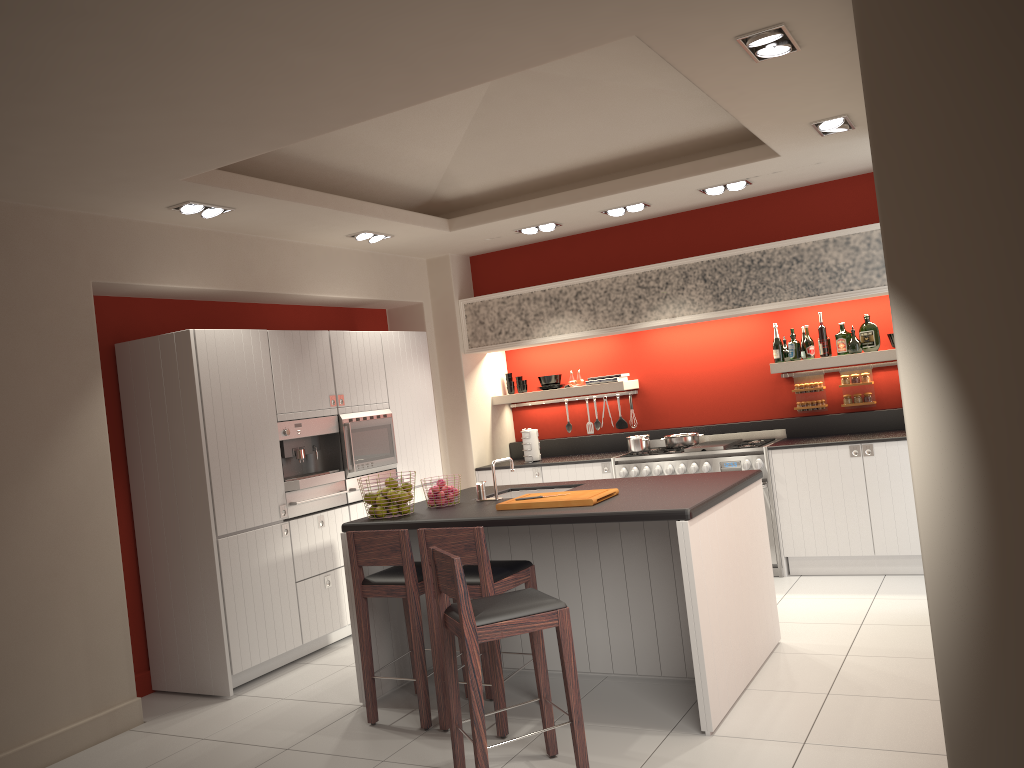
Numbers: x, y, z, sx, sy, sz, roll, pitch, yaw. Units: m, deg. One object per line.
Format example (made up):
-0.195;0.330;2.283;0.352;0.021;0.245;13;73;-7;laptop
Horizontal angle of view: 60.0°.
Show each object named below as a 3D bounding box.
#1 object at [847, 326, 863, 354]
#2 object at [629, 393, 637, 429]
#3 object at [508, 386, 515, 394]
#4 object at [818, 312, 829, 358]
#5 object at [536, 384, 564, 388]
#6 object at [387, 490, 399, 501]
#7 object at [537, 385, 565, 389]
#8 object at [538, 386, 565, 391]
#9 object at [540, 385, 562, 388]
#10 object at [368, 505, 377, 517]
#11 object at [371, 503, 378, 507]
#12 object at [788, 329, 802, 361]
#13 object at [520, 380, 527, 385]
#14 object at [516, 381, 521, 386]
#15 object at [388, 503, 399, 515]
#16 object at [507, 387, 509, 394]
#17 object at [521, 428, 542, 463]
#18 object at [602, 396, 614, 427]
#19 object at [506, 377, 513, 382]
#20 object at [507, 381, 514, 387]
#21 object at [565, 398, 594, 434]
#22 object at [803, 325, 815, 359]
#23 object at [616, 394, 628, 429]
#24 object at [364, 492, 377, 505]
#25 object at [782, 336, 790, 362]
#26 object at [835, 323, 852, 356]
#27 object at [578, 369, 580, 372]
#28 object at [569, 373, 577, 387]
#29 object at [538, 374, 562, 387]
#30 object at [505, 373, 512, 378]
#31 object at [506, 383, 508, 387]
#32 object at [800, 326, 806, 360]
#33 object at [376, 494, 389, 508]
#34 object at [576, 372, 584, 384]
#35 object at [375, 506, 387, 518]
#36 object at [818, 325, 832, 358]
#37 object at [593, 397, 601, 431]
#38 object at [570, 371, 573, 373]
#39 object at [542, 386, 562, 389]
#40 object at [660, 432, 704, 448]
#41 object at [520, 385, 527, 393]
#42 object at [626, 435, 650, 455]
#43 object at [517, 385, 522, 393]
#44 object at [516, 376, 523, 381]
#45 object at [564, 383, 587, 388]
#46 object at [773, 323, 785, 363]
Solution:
2.705;-0.353;7.013;0.113;0.226;0.113;-8;-1;40;object
1.112;0.251;8.217;0.069;0.328;0.069;-7;-1;6;object
-0.004;0.060;8.542;0.070;0.076;0.070;-7;-1;0;object
2.533;-0.400;7.193;0.062;0.366;0.210;-7;-1;28;object
0.373;0.025;8.480;0.280;0.016;0.280;-7;-1;28;object
-0.675;0.632;5.031;0.067;0.068;0.067;-7;-1;-9;object
0.374;0.035;8.479;0.280;0.016;0.280;-7;-1;28;object
0.376;0.046;8.479;0.280;0.016;0.280;-7;-1;28;object
0.374;0.030;8.479;0.280;0.016;0.280;-7;-1;28;object
-0.791;0.731;5.098;0.068;0.068;0.068;-7;-1;40;object
-0.794;0.679;5.164;0.076;0.077;0.076;-7;-1;-7;object
2.304;-0.322;7.246;0.094;0.264;0.094;-7;-1;18;object
0.112;0.002;8.532;0.070;0.076;0.070;-7;-1;0;object
0.078;0.008;8.672;0.070;0.076;0.070;-7;-1;0;object
-0.677;0.717;5.072;0.068;0.068;0.068;-7;-1;40;object
-0.014;0.064;8.725;0.070;0.076;0.070;-7;-1;0;object
0.171;0.561;8.130;0.168;0.304;0.163;-6;-1;-32;object
0.884;0.265;8.344;0.124;0.297;0.009;-7;-1;29;object
-0.024;-0.024;8.727;0.070;0.076;0.070;-7;-1;0;object
-0.009;0.017;8.542;0.070;0.076;0.070;-7;-1;0;object
0.634;0.313;8.479;0.287;0.351;0.022;-7;-1;30;object
2.438;-0.345;7.293;0.080;0.278;0.080;-7;-1;32;object
1.015;0.257;8.292;0.123;0.331;0.040;-7;-1;29;object
-0.812;0.658;5.099;0.077;0.068;0.076;-7;-1;22;object
2.307;-0.301;7.481;0.113;0.226;0.113;-6;-1;-20;object
2.682;-0.365;7.169;0.071;0.260;0.112;-6;-1;-32;object
0.631;-0.122;8.352;0.026;0.032;0.023;-7;-1;11;object
0.564;-0.040;8.302;0.076;0.131;0.076;-6;-1;-19;object
0.367;-0.027;8.481;0.232;0.108;0.232;-6;-1;-20;object
-0.029;-0.067;8.728;0.070;0.076;0.070;-7;-1;0;object
-0.019;0.020;8.726;0.070;0.076;0.070;-7;-1;0;object
2.441;-0.342;7.391;0.083;0.277;0.084;-7;-1;33;object
-0.743;0.671;5.078;0.076;0.077;0.076;-7;-1;-7;object
0.638;-0.048;8.350;0.077;0.134;0.076;-7;-1;12;object
-0.743;0.724;5.024;0.068;0.068;0.068;-7;-1;40;object
2.565;-0.351;7.285;0.094;0.263;0.094;-7;-1;-5;object
0.797;0.279;8.389;0.067;0.323;0.022;-7;-1;28;object
0.554;-0.115;8.303;0.023;0.031;0.024;-6;-1;-19;object
0.375;0.041;8.479;0.280;0.016;0.280;-7;-1;28;object
1.479;0.492;7.712;0.309;0.105;0.309;-6;-1;-33;object
0.118;0.046;8.531;0.070;0.076;0.070;-7;-1;0;object
1.082;0.518;7.562;0.201;0.148;0.201;-7;-1;21;object
0.083;0.052;8.672;0.070;0.076;0.070;-7;-1;0;object
0.073;-0.036;8.673;0.070;0.076;0.070;-7;-1;0;object
0.607;0.012;8.325;0.183;0.027;0.160;-6;-1;-33;object
2.194;-0.341;7.330;0.083;0.331;0.083;-7;-1;0;object
